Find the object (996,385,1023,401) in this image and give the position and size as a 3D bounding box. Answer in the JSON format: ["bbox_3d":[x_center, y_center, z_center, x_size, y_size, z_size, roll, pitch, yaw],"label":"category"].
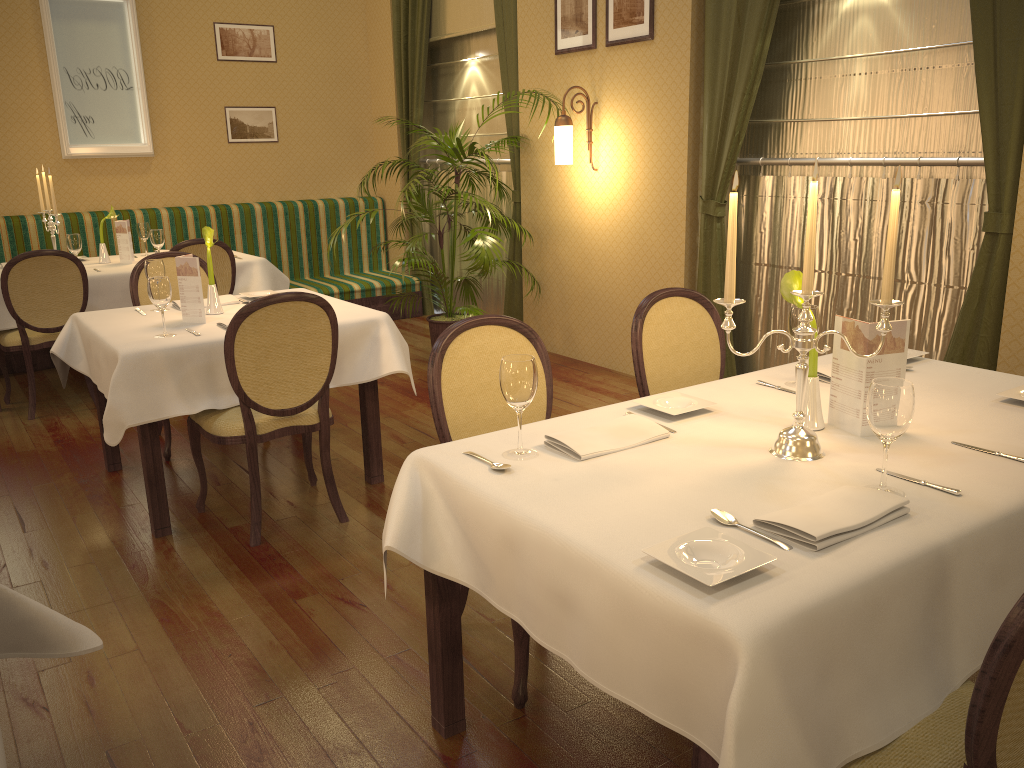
[{"bbox_3d":[1.386,0.041,2.323,0.160,0.024,0.160,-11,18,-33],"label":"object"}]

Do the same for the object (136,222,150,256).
[{"bbox_3d":[-2.579,-1.015,6.225,0.088,0.229,0.088,2,15,13],"label":"object"}]

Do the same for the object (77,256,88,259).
[{"bbox_3d":[-2.979,-0.847,6.031,0.160,0.024,0.160,-11,18,-33],"label":"object"}]

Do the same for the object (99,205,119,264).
[{"bbox_3d":[-2.675,-0.992,5.866,0.076,0.375,0.163,12,20,41],"label":"object"}]

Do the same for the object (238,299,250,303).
[{"bbox_3d":[-1.284,-0.399,4.223,0.038,0.015,0.181,-11,18,-31],"label":"object"}]

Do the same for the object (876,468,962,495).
[{"bbox_3d":[0.827,0.196,1.815,0.017,0.010,0.185,-11,18,-33],"label":"object"}]

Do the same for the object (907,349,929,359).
[{"bbox_3d":[1.212,-0.091,2.829,0.160,0.024,0.160,-11,18,-33],"label":"object"}]

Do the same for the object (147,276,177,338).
[{"bbox_3d":[-1.357,-0.298,3.436,0.088,0.229,0.088,2,15,13],"label":"object"}]

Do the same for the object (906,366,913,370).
[{"bbox_3d":[1.153,-0.061,2.738,0.038,0.015,0.181,-11,18,-31],"label":"object"}]

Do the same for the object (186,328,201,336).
[{"bbox_3d":[-1.270,-0.210,3.522,0.017,0.010,0.185,-11,18,-33],"label":"object"}]

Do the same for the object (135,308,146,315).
[{"bbox_3d":[-1.670,-0.326,3.992,0.017,0.010,0.185,-11,18,-31],"label":"object"}]

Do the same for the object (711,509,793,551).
[{"bbox_3d":[0.428,0.262,1.599,0.038,0.015,0.181,-11,18,-31],"label":"object"}]

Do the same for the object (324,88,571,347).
[{"bbox_3d":[-0.372,-1.032,5.995,1.496,1.807,1.552,10,18,35],"label":"object"}]

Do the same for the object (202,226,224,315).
[{"bbox_3d":[-1.328,-0.503,3.917,0.076,0.375,0.163,-5,15,-12],"label":"object"}]

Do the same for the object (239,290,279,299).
[{"bbox_3d":[-1.225,-0.429,4.314,0.160,0.024,0.160,-11,18,-33],"label":"object"}]

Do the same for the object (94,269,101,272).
[{"bbox_3d":[-2.580,-0.710,5.509,0.017,0.010,0.185,-11,18,-33],"label":"object"}]

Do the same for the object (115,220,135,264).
[{"bbox_3d":[-2.547,-0.931,5.823,0.081,0.277,0.166,-6,16,-17],"label":"object"}]

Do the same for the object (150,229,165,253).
[{"bbox_3d":[-2.244,-0.864,5.631,0.088,0.229,0.088,2,15,13],"label":"object"}]

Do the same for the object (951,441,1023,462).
[{"bbox_3d":[1.064,0.149,1.970,0.017,0.010,0.185,-11,18,-33],"label":"object"}]

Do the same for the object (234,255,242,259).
[{"bbox_3d":[-1.852,-0.854,5.971,0.038,0.015,0.181,-11,18,-31],"label":"object"}]

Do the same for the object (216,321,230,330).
[{"bbox_3d":[-1.066,-0.260,3.671,0.273,0.024,0.142,-11,18,-33],"label":"object"}]

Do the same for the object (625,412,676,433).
[{"bbox_3d":[0.350,0.096,2.235,0.017,0.010,0.185,-11,18,-31],"label":"object"}]

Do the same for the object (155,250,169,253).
[{"bbox_3d":[-2.400,-0.950,6.353,0.273,0.033,0.142,-11,18,-33],"label":"object"}]

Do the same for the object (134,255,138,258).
[{"bbox_3d":[-2.641,-0.894,6.201,0.017,0.010,0.185,-11,18,-31],"label":"object"}]

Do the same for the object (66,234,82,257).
[{"bbox_3d":[-2.672,-0.801,5.431,0.088,0.229,0.088,2,15,13],"label":"object"}]

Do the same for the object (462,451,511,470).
[{"bbox_3d":[-0.057,0.169,1.989,0.038,0.015,0.181,-11,18,-31],"label":"object"}]

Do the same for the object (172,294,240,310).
[{"bbox_3d":[-1.430,-0.382,4.143,0.273,0.033,0.142,-11,18,-33],"label":"object"}]

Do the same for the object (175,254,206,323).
[{"bbox_3d":[-1.354,-0.397,3.719,0.081,0.277,0.166,-9,17,-27],"label":"object"}]

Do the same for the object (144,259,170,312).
[{"bbox_3d":[-1.608,-0.447,4.016,0.088,0.229,0.088,2,15,13],"label":"object"}]

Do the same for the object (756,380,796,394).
[{"bbox_3d":[0.767,0.013,2.507,0.017,0.010,0.185,-11,18,-31],"label":"object"}]

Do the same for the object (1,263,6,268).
[{"bbox_3d":[-3.180,-0.783,5.799,0.273,0.033,0.142,-11,18,-33],"label":"object"}]

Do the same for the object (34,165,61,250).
[{"bbox_3d":[-2.927,-1.061,5.619,0.131,0.655,0.390,-9,17,-27],"label":"object"}]

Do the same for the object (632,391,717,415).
[{"bbox_3d":[0.428,0.060,2.337,0.160,0.024,0.160,-11,18,-33],"label":"object"}]
